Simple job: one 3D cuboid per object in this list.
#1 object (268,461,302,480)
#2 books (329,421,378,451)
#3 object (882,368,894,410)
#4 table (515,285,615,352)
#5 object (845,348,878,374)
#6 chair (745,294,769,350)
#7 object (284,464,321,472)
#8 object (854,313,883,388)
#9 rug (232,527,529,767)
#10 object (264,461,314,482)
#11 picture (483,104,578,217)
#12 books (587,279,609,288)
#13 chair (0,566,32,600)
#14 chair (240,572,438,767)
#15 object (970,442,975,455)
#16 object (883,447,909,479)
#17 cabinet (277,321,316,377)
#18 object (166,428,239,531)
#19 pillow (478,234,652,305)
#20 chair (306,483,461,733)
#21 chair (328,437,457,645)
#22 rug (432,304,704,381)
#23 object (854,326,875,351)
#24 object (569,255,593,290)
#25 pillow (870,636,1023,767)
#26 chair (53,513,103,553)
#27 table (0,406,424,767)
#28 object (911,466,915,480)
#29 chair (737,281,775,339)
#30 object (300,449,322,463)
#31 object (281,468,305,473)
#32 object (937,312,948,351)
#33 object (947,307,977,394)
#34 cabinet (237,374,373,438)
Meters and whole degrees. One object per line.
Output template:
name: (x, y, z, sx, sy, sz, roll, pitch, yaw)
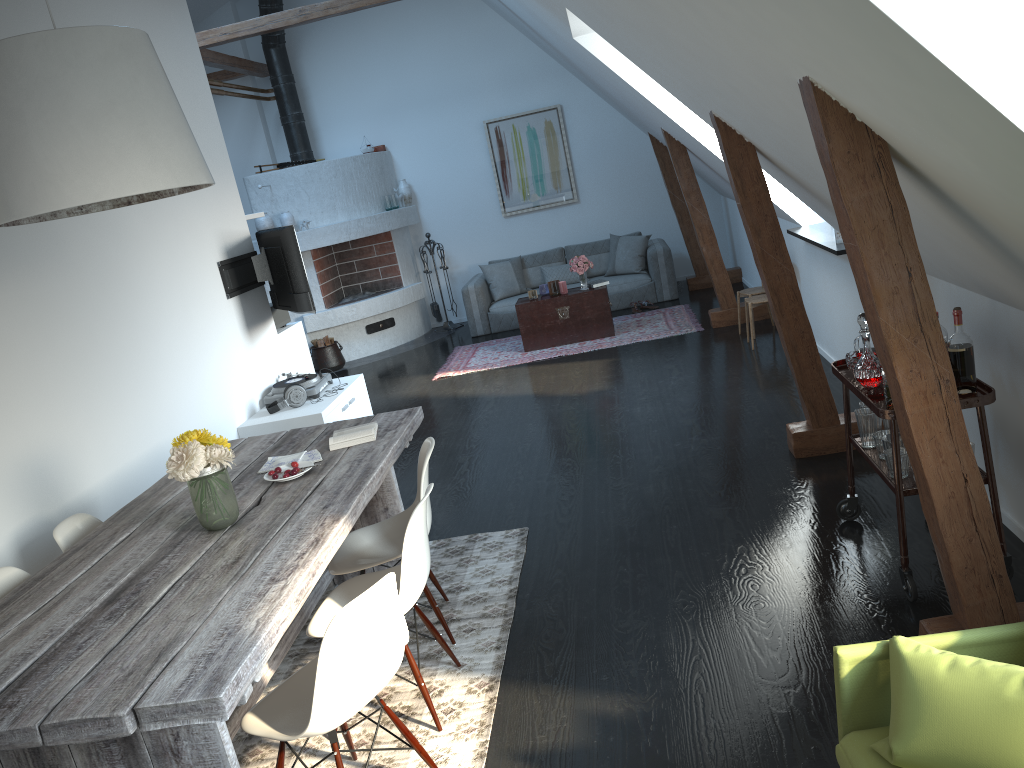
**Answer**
object: (-0.924, 0.356, 3.606, 0.132, 0.034, 0.144, -17, 14, -19)
books: (-0.711, 0.223, 3.981, 0.202, 0.042, 0.251, -13, 13, -3)
object: (1.357, -0.020, 3.119, 0.101, 0.211, 0.101, -6, 15, 23)
table: (0.543, -0.681, 8.983, 0.962, 0.492, 0.471, -10, 14, 8)
object: (1.459, -0.082, 3.540, 0.245, 0.092, 0.151, -2, 17, 36)
chair: (2.051, -0.670, 7.184, 0.342, 0.696, 0.329, -10, 14, 9)
object: (-0.856, 0.342, 3.612, 0.194, 0.022, 0.019, -6, 15, 23)
object: (1.362, -0.131, 3.400, 0.114, 0.292, 0.114, -17, 14, -19)
rug: (-0.961, 1.244, 3.443, 1.898, 0.022, 2.677, -10, 14, 8)
object: (-0.908, 0.363, 3.616, 0.205, 0.024, 0.205, -12, 13, 0)
picture: (0.231, -2.759, 10.994, 0.965, 1.185, 0.025, -10, 14, 8)
books: (0.858, -1.014, 8.957, 0.179, 0.034, 0.243, -15, 14, -13)
chair: (-1.545, 1.026, 3.156, 0.542, 0.801, 0.465, -9, 14, 14)
chair: (-0.517, 0.938, 2.621, 0.542, 0.801, 0.465, -3, 16, 33)
object: (1.622, 0.275, 3.200, 0.095, 0.119, 0.095, -20, 15, -29)
object: (1.442, 0.297, 3.313, 0.092, 0.099, 0.092, -15, 14, -14)
cabinet: (-2.146, 0.052, 7.414, 0.869, 0.921, 0.638, -10, 14, 8)
object: (-1.085, 0.335, 3.143, 0.233, 0.365, 0.293, -17, 14, -20)
pillow: (0.651, -1.394, 10.467, 2.075, 0.515, 0.444, -10, 14, 8)
chair: (-0.459, 0.790, 3.176, 0.542, 0.801, 0.465, -10, 14, 9)
chair: (-0.498, 0.673, 3.689, 0.542, 0.801, 0.465, -13, 14, -6)
rug: (0.566, -0.453, 9.064, 2.647, 0.029, 1.512, -10, 14, 8)
object: (1.469, -0.177, 3.677, 0.087, 0.206, 0.087, -3, 16, 32)
object: (0.693, -1.120, 8.857, 0.234, 0.351, 0.235, -20, 16, -31)
pillow: (1.031, 0.605, 1.746, 0.600, 0.387, 0.475, -11, 14, 5)
chair: (-1.483, 0.888, 3.670, 0.542, 0.801, 0.465, -11, 13, 4)
table: (-1.028, 0.880, 3.333, 1.141, 0.788, 2.421, -10, 14, 8)
object: (1.496, 0.298, 3.216, 0.095, 0.119, 0.095, -20, 15, -29)
chair: (2.108, -0.777, 7.569, 0.342, 0.696, 0.329, -14, 14, -8)
object: (-0.909, 0.324, 3.794, 0.182, 0.014, 0.185, -16, 14, -17)
object: (-0.892, 0.356, 3.614, 0.110, 0.011, 0.058, -9, 14, 12)
object: (1.595, -0.143, 3.326, 0.067, 0.257, 0.099, -9, 14, 13)
object: (1.586, -0.121, 3.134, 0.081, 0.308, 0.081, -12, 13, 0)
cabinet: (-1.443, 0.346, 6.488, 0.623, 0.507, 1.069, -10, 14, 8)
